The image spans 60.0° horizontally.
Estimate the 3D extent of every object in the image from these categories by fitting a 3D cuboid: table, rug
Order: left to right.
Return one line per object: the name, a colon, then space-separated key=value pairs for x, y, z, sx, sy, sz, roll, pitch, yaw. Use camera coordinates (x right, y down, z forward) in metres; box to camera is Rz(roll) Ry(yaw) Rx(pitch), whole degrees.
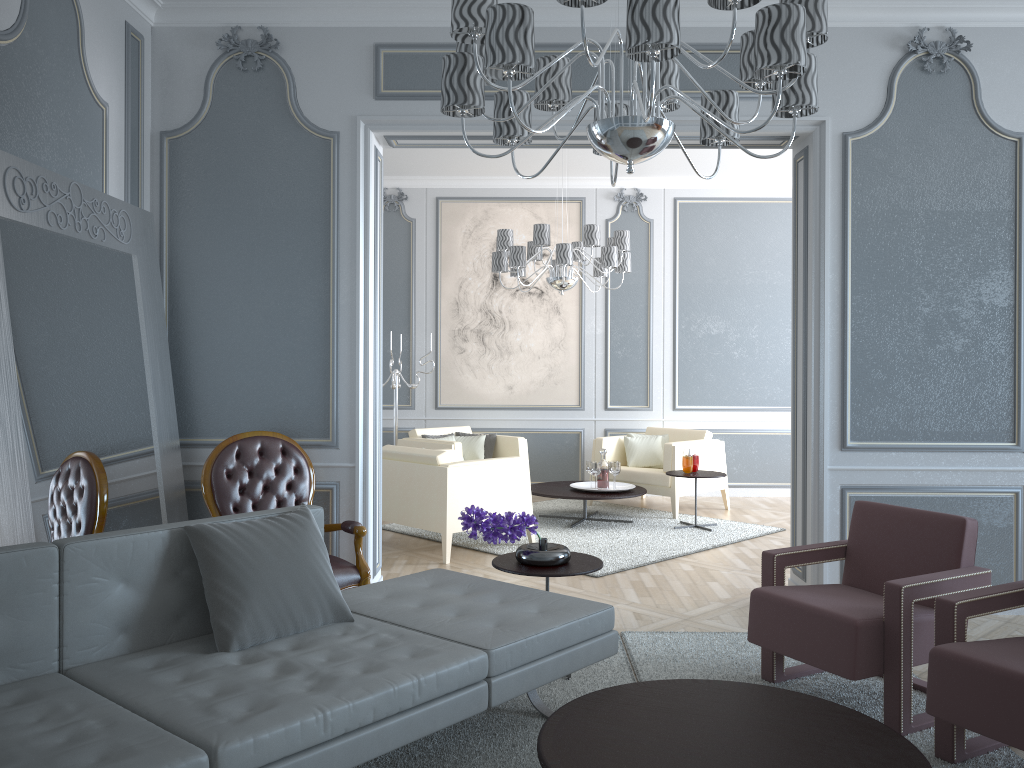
table: x=0.131 y=0.849 z=3.289 sx=0.414 sy=0.385 sz=0.414 roll=0 pitch=1 yaw=-12
rug: x=0.466 y=0.993 z=6.107 sx=2.000 sy=0.010 sz=2.000 roll=-1 pitch=2 yaw=-44
table: x=0.528 y=0.873 z=6.404 sx=0.882 sy=0.239 sz=0.882 roll=0 pitch=1 yaw=-2
rug: x=0.431 y=1.070 z=2.104 sx=2.018 sy=0.010 sz=3.204 roll=0 pitch=1 yaw=1
table: x=1.271 y=0.809 z=6.128 sx=0.414 sy=0.385 sz=0.414 roll=0 pitch=1 yaw=-42
table: x=0.499 y=0.957 z=2.059 sx=0.882 sy=0.239 sz=0.882 roll=1 pitch=1 yaw=18

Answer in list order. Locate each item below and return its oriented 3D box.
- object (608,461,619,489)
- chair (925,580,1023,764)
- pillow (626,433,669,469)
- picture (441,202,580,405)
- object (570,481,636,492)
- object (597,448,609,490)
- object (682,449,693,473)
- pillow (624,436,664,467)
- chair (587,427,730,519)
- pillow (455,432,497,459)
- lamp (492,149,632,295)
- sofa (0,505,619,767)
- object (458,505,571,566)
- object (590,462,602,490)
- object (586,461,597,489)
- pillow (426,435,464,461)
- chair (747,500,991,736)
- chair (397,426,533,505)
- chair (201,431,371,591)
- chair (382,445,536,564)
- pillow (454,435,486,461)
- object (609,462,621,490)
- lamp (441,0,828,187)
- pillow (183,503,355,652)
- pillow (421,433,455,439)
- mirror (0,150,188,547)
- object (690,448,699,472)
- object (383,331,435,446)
object: x=0.733 y=0.654 z=6.390 sx=0.080 sy=0.196 sz=0.080 roll=0 pitch=0 yaw=-16
chair: x=1.489 y=0.757 z=2.357 sx=0.606 sy=0.620 sz=0.576 roll=0 pitch=1 yaw=-29
pillow: x=1.099 y=0.539 z=7.158 sx=0.351 sy=0.276 sz=0.184 roll=0 pitch=0 yaw=6
picture: x=-0.015 y=-0.695 z=7.680 sx=1.199 sy=1.751 sz=0.001 roll=0 pitch=0 yaw=1
object: x=0.648 y=0.741 z=6.346 sx=0.468 sy=0.028 sz=0.468 roll=1 pitch=1 yaw=13
object: x=0.654 y=0.607 z=6.356 sx=0.086 sy=0.290 sz=0.086 roll=0 pitch=0 yaw=22
object: x=1.216 y=0.534 z=6.140 sx=0.075 sy=0.165 sz=0.075 roll=0 pitch=0 yaw=-10
pillow: x=1.056 y=0.540 z=7.081 sx=0.312 sy=0.245 sz=0.163 roll=0 pitch=0 yaw=-5
chair: x=1.154 y=0.673 z=7.016 sx=0.737 sy=0.620 sz=0.855 roll=0 pitch=1 yaw=-44
pillow: x=-0.313 y=0.533 z=7.170 sx=0.351 sy=0.276 sz=0.184 roll=0 pitch=0 yaw=16
lamp: x=0.353 y=-1.191 z=6.314 sx=0.976 sy=1.119 sz=0.976 roll=0 pitch=1 yaw=-11
sofa: x=-0.688 y=0.725 z=2.208 sx=0.810 sy=0.668 sz=2.204 roll=1 pitch=1 yaw=41
object: x=0.020 y=0.547 z=3.230 sx=0.425 sy=0.221 sz=0.206 roll=0 pitch=1 yaw=-29
object: x=0.594 y=0.655 z=6.286 sx=0.080 sy=0.196 sz=0.080 roll=0 pitch=0 yaw=4
object: x=0.572 y=0.653 z=6.382 sx=0.080 sy=0.196 sz=0.080 roll=0 pitch=0 yaw=-16
pillow: x=-0.517 y=0.535 z=6.948 sx=0.163 sy=0.245 sz=0.312 roll=1 pitch=1 yaw=35
chair: x=1.171 y=0.744 z=2.983 sx=0.606 sy=0.620 sz=0.576 roll=0 pitch=1 yaw=-29
chair: x=-0.389 y=0.666 z=7.033 sx=0.855 sy=0.620 sz=0.737 roll=0 pitch=1 yaw=-44
chair: x=-0.951 y=0.622 z=3.653 sx=0.572 sy=0.828 sz=0.575 roll=0 pitch=1 yaw=-39
chair: x=-0.406 y=0.694 z=5.560 sx=0.737 sy=0.620 sz=0.855 roll=0 pitch=1 yaw=-44
pillow: x=-0.368 y=0.533 z=7.101 sx=0.312 sy=0.245 sz=0.163 roll=0 pitch=0 yaw=5
object: x=0.733 y=0.655 z=6.306 sx=0.080 sy=0.196 sz=0.080 roll=0 pitch=0 yaw=-16
lamp: x=0.310 y=-1.115 z=2.344 sx=0.976 sy=1.119 sz=0.976 roll=0 pitch=1 yaw=-11
pillow: x=-0.674 y=0.546 z=2.490 sx=0.253 sy=0.354 sz=0.422 roll=1 pitch=1 yaw=38
pillow: x=-0.549 y=0.534 z=7.030 sx=0.351 sy=0.276 sz=0.184 roll=0 pitch=1 yaw=-44
mirror: x=-1.523 y=0.151 z=3.250 sx=0.251 sy=1.792 sz=1.400 roll=0 pitch=0 yaw=1
object: x=1.271 y=0.533 z=6.208 sx=0.075 sy=0.165 sz=0.075 roll=0 pitch=0 yaw=-40
object: x=-0.942 y=0.278 z=7.186 sx=0.446 sy=1.386 sz=0.446 roll=0 pitch=0 yaw=-45
